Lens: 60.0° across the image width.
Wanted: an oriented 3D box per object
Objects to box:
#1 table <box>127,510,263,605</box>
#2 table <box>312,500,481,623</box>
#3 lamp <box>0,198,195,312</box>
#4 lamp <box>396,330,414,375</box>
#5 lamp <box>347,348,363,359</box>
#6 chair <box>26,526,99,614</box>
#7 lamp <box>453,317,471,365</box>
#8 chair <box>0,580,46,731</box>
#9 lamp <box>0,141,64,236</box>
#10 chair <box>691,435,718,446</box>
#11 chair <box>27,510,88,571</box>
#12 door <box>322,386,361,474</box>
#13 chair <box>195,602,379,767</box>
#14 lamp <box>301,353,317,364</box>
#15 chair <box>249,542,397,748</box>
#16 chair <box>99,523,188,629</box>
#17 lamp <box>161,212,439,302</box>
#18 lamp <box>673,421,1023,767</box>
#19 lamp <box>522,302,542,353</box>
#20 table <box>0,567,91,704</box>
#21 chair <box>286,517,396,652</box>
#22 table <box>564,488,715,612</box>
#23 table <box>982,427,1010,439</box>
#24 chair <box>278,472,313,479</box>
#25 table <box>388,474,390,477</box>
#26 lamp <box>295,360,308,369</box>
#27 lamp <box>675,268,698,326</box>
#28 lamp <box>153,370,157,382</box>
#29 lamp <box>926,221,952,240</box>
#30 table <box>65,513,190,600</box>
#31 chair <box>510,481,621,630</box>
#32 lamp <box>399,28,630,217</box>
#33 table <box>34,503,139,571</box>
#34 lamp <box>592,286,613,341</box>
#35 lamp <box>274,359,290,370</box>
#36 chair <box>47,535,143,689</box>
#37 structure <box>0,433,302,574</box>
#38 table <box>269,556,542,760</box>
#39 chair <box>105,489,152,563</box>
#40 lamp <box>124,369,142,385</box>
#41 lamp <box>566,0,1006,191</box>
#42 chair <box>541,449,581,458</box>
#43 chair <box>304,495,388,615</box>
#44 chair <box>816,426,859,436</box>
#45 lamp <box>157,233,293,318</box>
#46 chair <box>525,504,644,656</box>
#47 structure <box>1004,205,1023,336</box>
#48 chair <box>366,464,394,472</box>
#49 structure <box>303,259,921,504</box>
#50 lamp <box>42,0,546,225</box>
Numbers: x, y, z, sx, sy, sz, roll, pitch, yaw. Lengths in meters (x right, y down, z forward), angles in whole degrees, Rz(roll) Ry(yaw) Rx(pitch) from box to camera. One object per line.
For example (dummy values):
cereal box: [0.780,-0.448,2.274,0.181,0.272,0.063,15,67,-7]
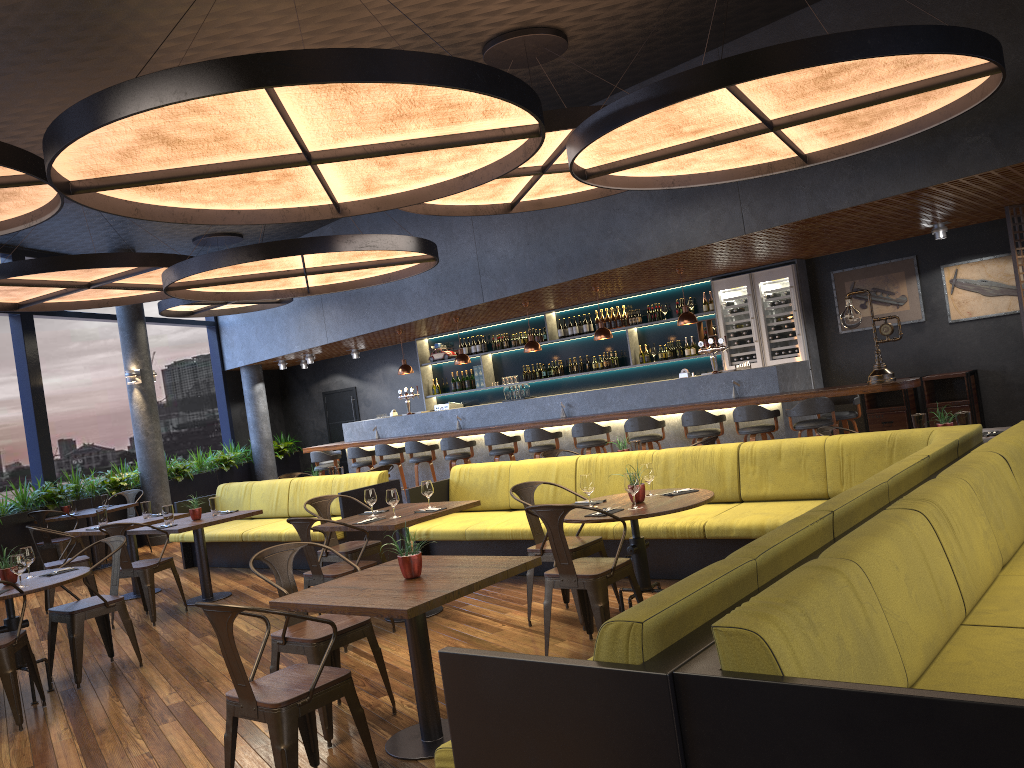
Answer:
table: [-2.960,1.671,8.433,0.906,0.763,0.887,-9,0,39]
table: [-0.808,1.349,6.664,0.887,0.763,0.906,-9,0,39]
lamp: [-4.846,-1.620,10.022,2.778,1.159,2.778,-8,0,-16]
lamp: [-1.683,-0.489,13.659,0.250,0.673,0.250,-8,0,26]
lamp: [-2.894,-0.560,16.382,0.228,0.172,0.228,-9,0,39]
chair: [-4.449,1.809,8.786,0.541,0.917,0.504,-8,0,-32]
lamp: [-0.763,-0.627,12.911,0.250,0.673,0.250,-8,0,-19]
chair: [-3.172,1.603,5.312,0.504,0.917,0.541,-8,0,-12]
lamp: [-4.493,-1.698,5.679,2.778,1.159,2.778,-8,0,16]
chair: [1.579,0.930,7.730,0.541,0.917,0.504,-9,0,39]
chair: [-5.698,2.004,11.124,0.504,0.917,0.541,-8,0,13]
door: [-3.296,1.123,17.684,1.012,2.056,0.137,-9,0,39]
chair: [-0.930,1.268,3.596,0.504,0.917,0.541,-9,0,39]
lamp: [-3.632,-0.456,15.942,0.228,0.172,0.228,-9,0,39]
chair: [-0.996,1.283,4.545,0.541,0.917,0.504,-9,0,39]
chair: [-3.263,1.631,7.791,0.504,0.917,0.541,-8,0,16]
lamp: [-2.241,-1.823,9.205,2.778,1.475,2.778,-8,0,3]
lamp: [4.299,-0.387,4.814,3.017,2.714,9.057,-9,0,39]
lamp: [0.237,-0.776,12.098,0.250,0.673,0.250,-8,0,-19]
table: [-3.265,1.699,5.826,1.007,0.760,1.007,-8,0,26]
chair: [-1.211,1.324,6.132,0.504,0.917,0.541,-9,0,39]
table: [0.793,1.110,5.476,1.007,0.760,1.007,-8,0,-14]
table: [3.177,0.771,6.412,0.906,0.763,0.887,-9,0,39]
chair: [-2.555,1.548,10.978,0.541,0.917,0.504,-9,0,39]
table: [-2.038,1.551,10.616,0.887,0.763,0.906,-9,0,39]
lamp: [-4.058,-0.386,17.330,0.228,0.172,0.228,-9,0,39]
lamp: [2.057,-1.049,10.617,0.250,0.673,0.250,-8,0,-19]
lamp: [-5.636,-0.113,13.852,0.215,0.215,0.189,-8,0,18]
lamp: [4.793,-1.712,9.935,0.228,0.172,0.228,-9,0,39]
table: [-3.959,1.821,9.245,0.887,0.763,0.906,-9,0,39]
chair: [0.326,1.100,5.888,0.541,0.917,0.504,-9,0,39]
lamp: [0.194,-2.364,7.706,2.778,1.159,2.778,-8,0,-1]
table: [-5.580,2.071,11.778,0.887,0.763,0.906,-8,0,13]
lamp: [1.126,-0.909,11.374,0.250,0.673,0.250,-8,0,-19]
lamp: [-4.264,-0.362,16.478,0.228,0.172,0.228,-9,0,39]
chair: [-2.951,1.577,6.241,0.504,0.917,0.541,-9,0,39]
structure: [-6.385,1.855,11.170,0.808,1.413,17.112,-8,0,14]
table: [-0.433,1.279,4.114,0.906,0.763,0.887,-9,0,39]
chair: [-5.402,1.969,12.419,0.504,0.917,0.541,-8,0,4]
lamp: [-5.707,-0.106,13.293,0.215,0.215,0.189,-8,0,0]
lamp: [1.660,-2.407,6.003,2.778,1.475,2.778,-9,0,43]
chair: [0.620,1.074,8.511,0.541,0.917,0.504,-9,0,39]
chair: [-1.322,1.346,7.107,0.541,0.917,0.504,-9,0,39]
chair: [2.690,0.764,6.808,0.541,0.917,0.504,-9,0,39]
lamp: [-4.440,-1.718,13.607,1.979,1.093,1.979,-8,0,2]
chair: [0.414,1.082,5.009,0.504,0.917,0.541,-9,0,39]
structure: [5.912,-0.585,9.395,1.319,2.700,0.050,-8,0,-21]
chair: [-1.581,1.402,10.185,0.541,0.917,0.504,-9,0,39]
structure: [1.018,0.141,12.394,9.298,2.700,2.700,-9,0,39]
lamp: [-1.284,-1.986,5.214,2.778,1.475,2.778,-8,0,-2]
